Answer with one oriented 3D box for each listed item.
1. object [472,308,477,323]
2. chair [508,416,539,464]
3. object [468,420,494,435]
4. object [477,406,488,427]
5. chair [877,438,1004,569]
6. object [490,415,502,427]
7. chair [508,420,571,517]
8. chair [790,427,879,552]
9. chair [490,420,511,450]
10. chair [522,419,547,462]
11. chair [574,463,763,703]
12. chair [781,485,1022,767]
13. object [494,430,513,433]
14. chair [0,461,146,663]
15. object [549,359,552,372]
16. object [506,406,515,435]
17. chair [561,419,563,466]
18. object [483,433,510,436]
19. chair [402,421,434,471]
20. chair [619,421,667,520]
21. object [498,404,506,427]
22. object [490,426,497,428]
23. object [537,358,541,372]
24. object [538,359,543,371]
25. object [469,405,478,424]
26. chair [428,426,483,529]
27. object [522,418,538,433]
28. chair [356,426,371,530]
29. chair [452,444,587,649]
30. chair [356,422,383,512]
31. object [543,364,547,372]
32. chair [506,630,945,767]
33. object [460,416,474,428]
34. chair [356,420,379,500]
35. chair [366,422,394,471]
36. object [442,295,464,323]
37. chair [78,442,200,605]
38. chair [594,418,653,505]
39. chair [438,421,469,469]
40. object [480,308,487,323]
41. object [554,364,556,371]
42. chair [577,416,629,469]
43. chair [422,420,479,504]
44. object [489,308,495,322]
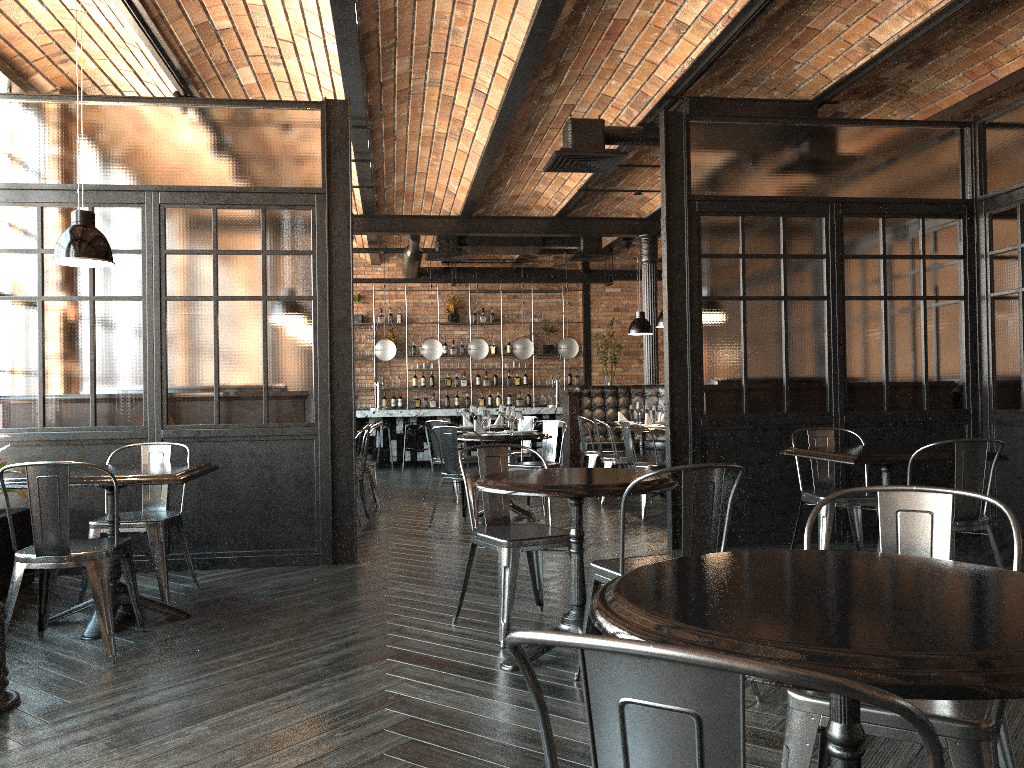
[{"bbox_3d":[-0.671,-1.233,15.963,0.083,0.282,0.083,-1,-1,-8],"label":"object"},{"bbox_3d":[0.012,0.800,10.144,0.558,0.857,0.504,0,-1,-43],"label":"chair"},{"bbox_3d":[-0.270,0.382,7.819,0.232,0.139,0.232,-1,-1,-11],"label":"object"},{"bbox_3d":[-0.267,0.326,8.014,0.092,0.244,0.092,0,-1,-45],"label":"object"},{"bbox_3d":[2.178,0.692,4.512,0.504,0.857,0.558,-1,-1,-8],"label":"chair"},{"bbox_3d":[-0.162,0.407,9.868,0.232,0.139,0.232,0,-1,-38],"label":"object"},{"bbox_3d":[0.239,0.773,8.320,0.504,0.857,0.558,-1,-1,32],"label":"chair"},{"bbox_3d":[2.037,0.707,5.535,0.504,0.857,0.558,-1,-1,-3],"label":"chair"},{"bbox_3d":[-0.247,0.910,13.680,0.475,0.737,0.414,-1,-1,-13],"label":"chair"},{"bbox_3d":[0.367,0.901,13.763,0.475,0.737,0.414,-1,-1,-3],"label":"chair"},{"bbox_3d":[0.558,0.702,3.250,0.504,0.857,0.558,-1,-1,-23],"label":"chair"},{"bbox_3d":[0.868,0.681,1.978,0.504,0.857,0.558,-1,-1,32],"label":"chair"},{"bbox_3d":[-0.053,0.438,8.154,0.157,0.019,0.255,-2,-1,43],"label":"object"},{"bbox_3d":[-1.954,0.752,3.932,0.504,0.857,0.558,-1,-1,-8],"label":"chair"},{"bbox_3d":[0.705,-0.351,16.210,0.092,0.244,0.092,-1,-1,32],"label":"object"},{"bbox_3d":[-0.010,0.319,7.769,0.092,0.244,0.092,-1,-1,-11],"label":"object"},{"bbox_3d":[0.945,0.892,13.842,0.475,0.737,0.414,-1,-1,-13],"label":"chair"},{"bbox_3d":[-0.123,0.433,7.654,0.255,0.019,0.157,-1,-1,-27],"label":"object"},{"bbox_3d":[-1.457,0.928,13.516,0.475,0.737,0.414,-1,-1,-13],"label":"chair"},{"bbox_3d":[1.273,0.752,7.997,0.558,0.857,0.504,-1,-1,-18],"label":"chair"},{"bbox_3d":[-0.101,0.345,9.685,0.092,0.244,0.092,-1,-1,-8],"label":"object"},{"bbox_3d":[-0.250,0.458,9.478,0.157,0.019,0.255,-1,-1,23],"label":"object"},{"bbox_3d":[0.498,-0.348,16.182,0.092,0.244,0.092,-1,-1,32],"label":"object"},{"bbox_3d":[0.520,-0.351,16.018,0.092,0.244,0.092,-1,-1,32],"label":"object"},{"bbox_3d":[-0.426,0.352,9.827,0.092,0.244,0.092,-1,-1,-8],"label":"object"},{"bbox_3d":[-0.376,0.773,7.509,0.504,0.857,0.558,-1,-1,32],"label":"chair"},{"bbox_3d":[0.119,0.379,8.038,0.232,0.139,0.232,-2,-1,37],"label":"object"},{"bbox_3d":[-1.487,0.792,7.607,0.558,0.857,0.504,-1,-1,-3],"label":"chair"},{"bbox_3d":[0.032,0.723,4.202,0.504,0.857,0.558,-1,-1,-28],"label":"chair"},{"bbox_3d":[-1.543,0.808,8.728,0.558,0.857,0.504,-1,-1,-13],"label":"chair"},{"bbox_3d":[0.607,-0.350,16.197,0.092,0.244,0.092,-1,-1,32],"label":"object"},{"bbox_3d":[0.289,0.679,1.081,0.504,0.857,0.558,-1,-1,32],"label":"chair"},{"bbox_3d":[-0.453,0.408,9.529,0.232,0.139,0.232,-1,-1,36],"label":"object"},{"bbox_3d":[-1.740,0.824,9.754,0.558,0.857,0.504,-1,-1,-3],"label":"chair"},{"bbox_3d":[-2.015,0.936,13.441,0.475,0.737,0.414,-1,-1,-3],"label":"chair"},{"bbox_3d":[-1.064,-1.348,15.948,0.425,0.526,0.430,-1,-1,-6],"label":"object"},{"bbox_3d":[-2.080,0.768,4.967,0.504,0.857,0.558,-1,-1,-3],"label":"chair"},{"bbox_3d":[1.121,0.768,9.037,0.558,0.857,0.504,-1,-1,2],"label":"chair"},{"bbox_3d":[-0.882,0.919,13.594,0.475,0.737,0.414,-1,-1,2],"label":"chair"},{"bbox_3d":[-0.516,-1.233,15.985,0.123,0.279,0.123,-1,-1,-4],"label":"object"},{"bbox_3d":[0.808,-0.353,16.224,0.092,0.244,0.092,-1,-1,32],"label":"object"},{"bbox_3d":[1.035,0.783,10.116,0.558,0.857,0.504,-1,-1,-8],"label":"chair"},{"bbox_3d":[-0.607,0.800,9.329,0.504,0.857,0.558,-2,-1,37],"label":"chair"},{"bbox_3d":[-0.360,-1.238,16.005,0.083,0.282,0.083,-1,-1,-23],"label":"object"}]
